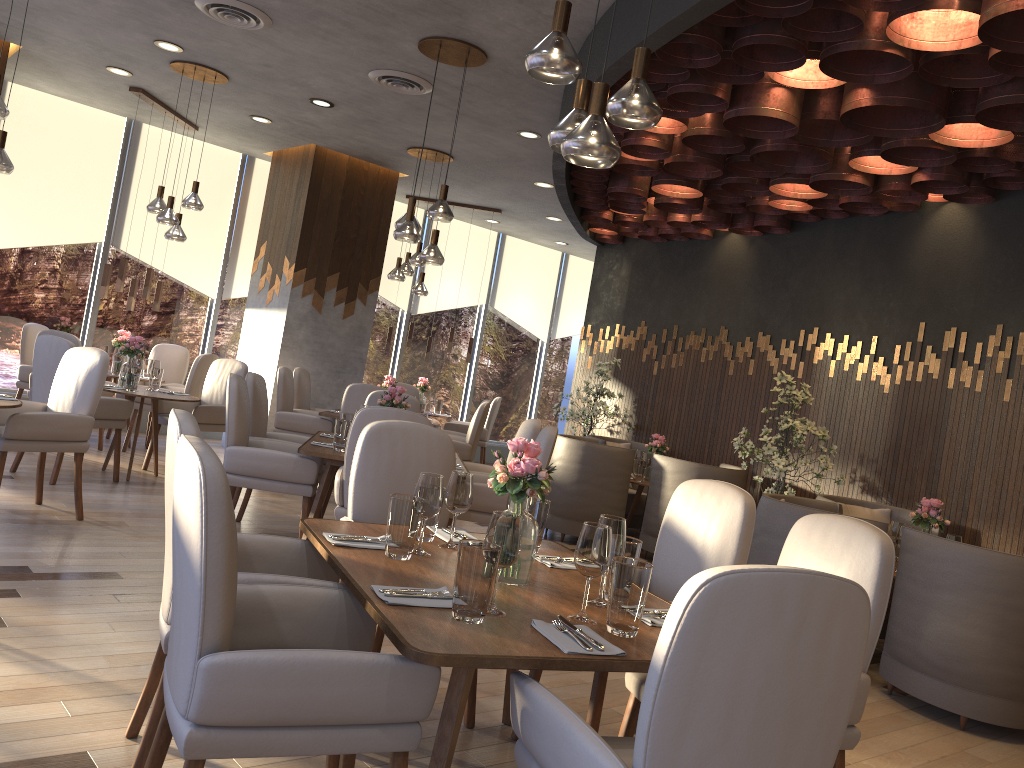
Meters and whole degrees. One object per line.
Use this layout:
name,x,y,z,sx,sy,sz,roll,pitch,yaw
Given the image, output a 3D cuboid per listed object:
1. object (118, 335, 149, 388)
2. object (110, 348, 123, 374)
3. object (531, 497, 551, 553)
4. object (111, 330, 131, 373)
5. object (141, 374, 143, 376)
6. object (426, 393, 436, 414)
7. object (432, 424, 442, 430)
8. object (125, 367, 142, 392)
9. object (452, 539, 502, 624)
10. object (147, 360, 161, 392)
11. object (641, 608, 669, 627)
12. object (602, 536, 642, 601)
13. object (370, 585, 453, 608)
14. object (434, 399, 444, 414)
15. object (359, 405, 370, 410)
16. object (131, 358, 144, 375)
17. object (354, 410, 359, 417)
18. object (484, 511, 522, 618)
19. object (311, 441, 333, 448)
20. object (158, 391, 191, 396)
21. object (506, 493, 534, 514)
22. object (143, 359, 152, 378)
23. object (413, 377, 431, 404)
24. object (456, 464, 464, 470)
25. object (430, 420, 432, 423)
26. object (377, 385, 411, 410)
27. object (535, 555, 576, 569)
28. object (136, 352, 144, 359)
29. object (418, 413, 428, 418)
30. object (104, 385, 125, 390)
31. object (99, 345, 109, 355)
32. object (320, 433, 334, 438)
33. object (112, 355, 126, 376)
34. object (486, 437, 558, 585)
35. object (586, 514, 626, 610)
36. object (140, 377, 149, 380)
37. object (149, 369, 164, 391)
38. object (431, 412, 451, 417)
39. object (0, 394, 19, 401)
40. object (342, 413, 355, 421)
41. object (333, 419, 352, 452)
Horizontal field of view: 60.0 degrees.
object,-2.962,-0.174,6.897,0.210,0.416,0.197,10,-1,7
object,-3.629,-0.209,8.138,0.092,0.245,0.092,9,-1,24
object,0.068,0.483,3.044,0.102,0.178,0.102,9,-1,23
object,-3.661,-0.302,8.311,0.209,0.416,0.198,10,-1,-28
object,-3.629,-0.097,8.553,0.157,0.019,0.254,10,0,10
object,-0.971,0.228,10.665,0.092,0.245,0.092,9,-2,40
object,-0.537,0.362,5.938,0.102,0.178,0.102,11,-1,-40
object,-2.844,-0.032,6.647,0.102,0.178,0.102,9,-1,30
object,-0.089,0.462,2.071,0.102,0.178,0.102,10,-1,-18
object,-2.835,-0.066,7.010,0.092,0.245,0.092,10,-1,5
object,0.400,0.624,2.394,0.254,0.019,0.158,10,0,-23
object,0.306,0.527,2.523,0.102,0.178,0.102,10,-1,-7
object,-0.212,0.522,2.194,0.254,0.019,0.158,10,0,-24
object,-0.893,0.275,10.732,0.102,0.178,0.102,9,-1,34
object,-0.957,0.259,5.701,0.092,0.245,0.092,9,-1,12
object,-2.863,-0.070,6.754,0.092,0.245,0.092,8,-2,43
object,-0.886,0.274,5.132,0.092,0.245,0.092,10,-1,-27
object,-0.032,0.438,2.168,0.092,0.245,0.092,9,-2,40
object,-1.051,0.360,5.204,0.255,0.019,0.157,10,0,-7
object,-2.713,0.068,7.092,0.158,0.019,0.254,10,0,25
object,0.020,0.442,2.951,0.092,0.245,0.092,10,-1,-20
object,-3.436,-0.144,8.388,0.102,0.178,0.102,10,-1,-38
object,-1.072,0.126,10.503,0.210,0.416,0.197,9,-1,27
object,-0.407,0.469,5.215,0.255,0.019,0.157,10,0,-6
object,-0.533,0.333,5.296,0.092,0.245,0.092,9,-2,41
object,-0.752,0.212,5.492,0.210,0.416,0.197,10,-1,7
object,0.162,0.581,2.916,0.254,0.019,0.158,10,0,-23
object,-3.523,-0.192,8.333,0.092,0.245,0.092,9,-1,9
object,-0.611,0.316,5.865,0.092,0.245,0.092,9,-2,36
object,-3.021,0.018,6.663,0.158,0.019,0.254,10,0,24
object,-3.806,-0.240,8.235,0.092,0.245,0.092,9,-1,27
object,-1.122,0.344,5.773,0.255,0.019,0.157,10,0,-7
object,-3.575,-0.166,8.045,0.102,0.178,0.102,9,-1,30
object,0.011,0.360,2.567,0.209,0.416,0.198,10,-1,-28
object,0.258,0.486,2.429,0.092,0.245,0.092,9,-1,19
object,-3.416,-0.059,8.223,0.255,0.019,0.157,10,0,6
object,-2.863,-0.039,7.117,0.102,0.178,0.102,9,-1,41
object,-0.852,0.364,10.573,0.255,0.019,0.157,10,0,-2
object,-2.835,0.061,4.809,0.158,0.019,0.254,10,0,34
object,-1.039,0.278,5.624,0.102,0.178,0.102,10,-1,9
object,-0.968,0.294,5.055,0.102,0.178,0.102,10,-1,9
